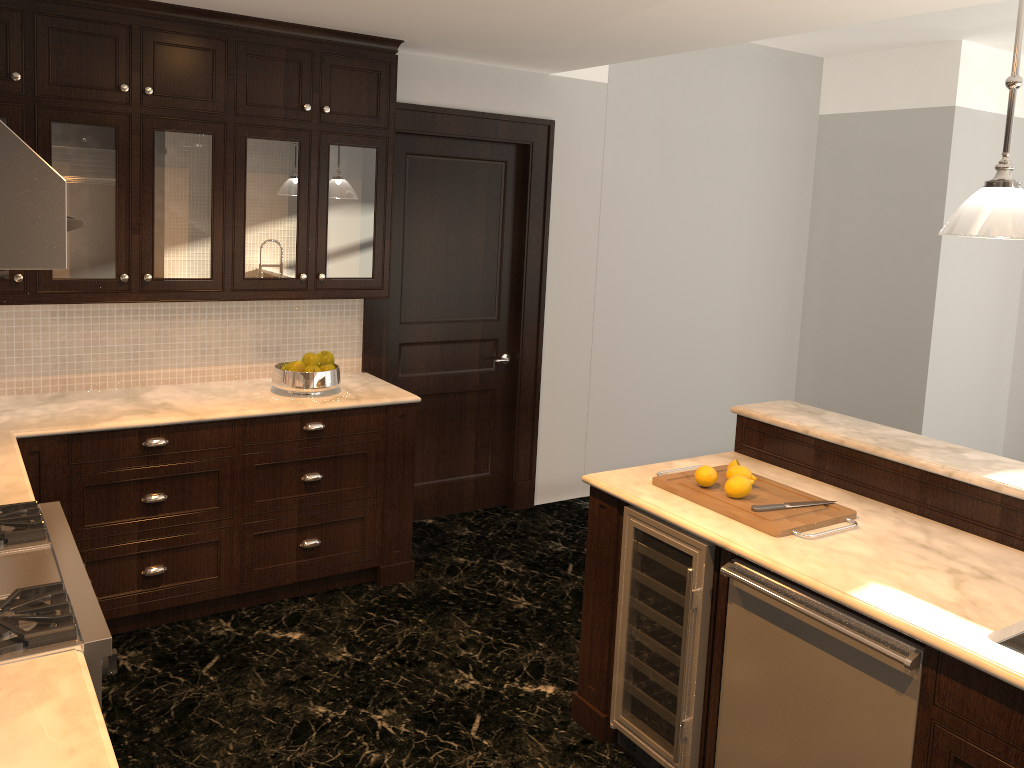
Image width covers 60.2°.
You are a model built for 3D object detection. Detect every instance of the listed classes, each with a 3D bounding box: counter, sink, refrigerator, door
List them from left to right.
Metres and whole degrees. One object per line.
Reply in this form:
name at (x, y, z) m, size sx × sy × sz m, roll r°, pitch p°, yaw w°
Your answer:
counter at (-0.826, 0.362, 2.682) m, size 2.319 × 0.031 × 3.408 m, roll -5°, pitch 14°, yaw -33°
door at (-0.347, -0.299, 5.047) m, size 0.865 × 2.162 × 0.110 m, roll -2°, pitch 8°, yaw -33°
refrigerator at (0.658, 0.846, 2.940) m, size 0.573 × 0.859 × 0.386 m, roll -2°, pitch 9°, yaw -33°
counter at (1.464, 0.577, 2.197) m, size 1.056 × 0.031 × 2.903 m, roll -5°, pitch 14°, yaw -32°
counter at (1.773, 0.369, 2.381) m, size 0.328 × 0.031 × 2.888 m, roll -5°, pitch 14°, yaw -32°
sink at (1.448, 0.774, 1.832) m, size 0.458 × 0.210 × 0.809 m, roll -4°, pitch 13°, yaw -33°

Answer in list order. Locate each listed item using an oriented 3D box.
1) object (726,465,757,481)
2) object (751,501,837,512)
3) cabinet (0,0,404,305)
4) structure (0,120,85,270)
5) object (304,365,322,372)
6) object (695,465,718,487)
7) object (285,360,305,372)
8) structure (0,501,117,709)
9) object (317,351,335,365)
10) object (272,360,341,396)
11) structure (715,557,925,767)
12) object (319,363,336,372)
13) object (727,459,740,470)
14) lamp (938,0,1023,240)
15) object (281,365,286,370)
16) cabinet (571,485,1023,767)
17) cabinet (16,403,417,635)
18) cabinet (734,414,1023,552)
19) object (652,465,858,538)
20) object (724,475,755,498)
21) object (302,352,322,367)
object at (0.765, 0.310, 2.966) m, size 0.082 × 0.071 × 0.082 m, roll -1°, pitch 10°, yaw -22°
object at (0.894, 0.381, 2.800) m, size 0.330 × 0.014 × 0.042 m, roll -2°, pitch 12°, yaw -23°
cabinet at (-0.777, -0.693, 2.564) m, size 2.311 × 1.241 × 3.407 m, roll -4°, pitch 13°, yaw -33°
structure at (-1.318, -0.523, 1.872) m, size 0.640 × 0.472 × 0.942 m, roll -3°, pitch 12°, yaw -33°
object at (-0.923, -0.042, 4.074) m, size 0.091 × 0.095 × 0.101 m, roll 0°, pitch 9°, yaw -16°
object at (0.648, 0.308, 2.948) m, size 0.081 × 0.071 × 0.084 m, roll 0°, pitch 10°, yaw -18°
object at (-0.995, -0.060, 4.054) m, size 0.093 × 0.097 × 0.091 m, roll 7°, pitch 10°, yaw 24°
structure at (-1.365, 0.839, 2.038) m, size 0.720 × 0.829 × 0.916 m, roll -3°, pitch 11°, yaw -33°
object at (-0.896, -0.108, 4.221) m, size 0.091 × 0.097 × 0.093 m, roll 7°, pitch 10°, yaw 27°
object at (-0.966, -0.024, 4.154) m, size 0.319 × 0.121 × 0.321 m, roll -6°, pitch 14°, yaw -39°
structure at (0.997, 0.964, 2.505) m, size 0.616 × 0.835 × 0.605 m, roll -2°, pitch 10°, yaw -33°
object at (-0.875, -0.049, 4.165) m, size 0.092 × 0.096 × 0.092 m, roll 2°, pitch 9°, yaw -4°
object at (0.777, 0.295, 3.054) m, size 0.063 × 0.068 × 0.075 m, roll 6°, pitch 10°, yaw 19°
lamp at (1.460, -0.818, 2.579) m, size 0.317 × 0.775 × 0.321 m, roll 0°, pitch 8°, yaw -19°
object at (-1.029, -0.042, 4.089) m, size 0.091 × 0.094 × 0.092 m, roll 3°, pitch 9°, yaw -3°
cabinet at (1.437, 1.010, 2.246) m, size 1.027 × 0.902 × 2.881 m, roll -3°, pitch 13°, yaw -33°
cabinet at (-0.849, 0.811, 2.732) m, size 2.319 × 0.871 × 3.408 m, roll -4°, pitch 13°, yaw -33°
cabinet at (1.774, 0.462, 2.382) m, size 0.293 × 0.151 × 2.870 m, roll -4°, pitch 13°, yaw -33°
object at (0.782, 0.371, 2.900) m, size 0.385 × 0.021 × 0.675 m, roll -5°, pitch 14°, yaw -33°
object at (0.730, 0.333, 2.852) m, size 0.080 × 0.073 × 0.082 m, roll 12°, pitch 13°, yaw 43°
object at (-0.943, -0.099, 4.145) m, size 0.092 × 0.098 × 0.096 m, roll 9°, pitch 11°, yaw 33°
